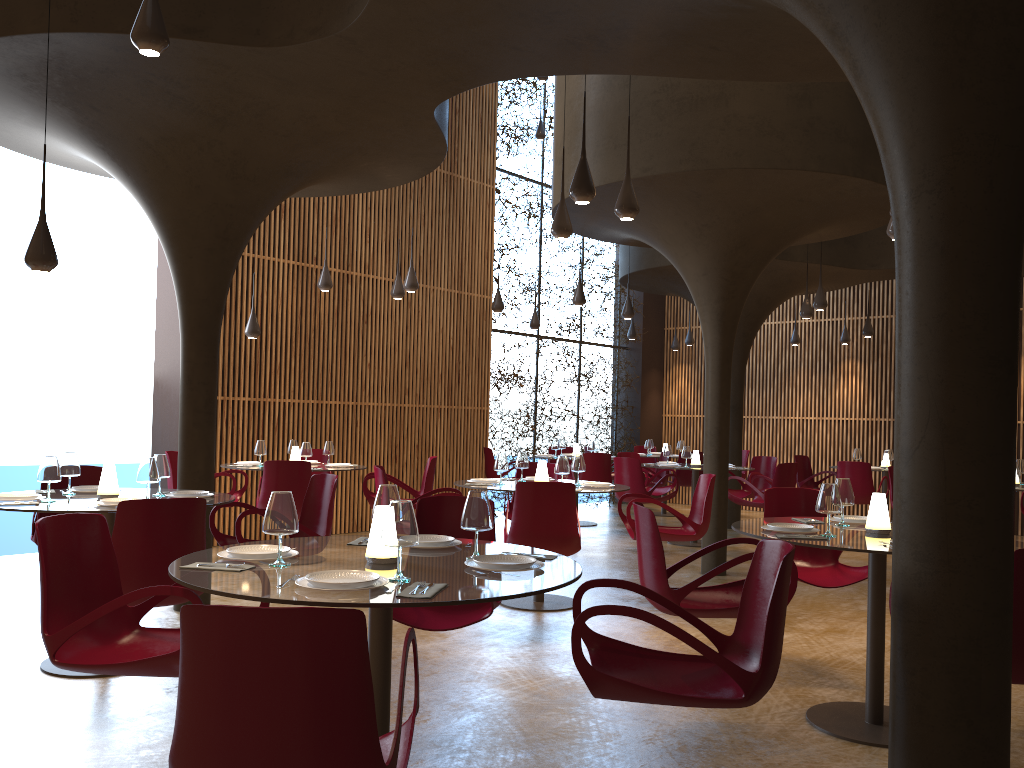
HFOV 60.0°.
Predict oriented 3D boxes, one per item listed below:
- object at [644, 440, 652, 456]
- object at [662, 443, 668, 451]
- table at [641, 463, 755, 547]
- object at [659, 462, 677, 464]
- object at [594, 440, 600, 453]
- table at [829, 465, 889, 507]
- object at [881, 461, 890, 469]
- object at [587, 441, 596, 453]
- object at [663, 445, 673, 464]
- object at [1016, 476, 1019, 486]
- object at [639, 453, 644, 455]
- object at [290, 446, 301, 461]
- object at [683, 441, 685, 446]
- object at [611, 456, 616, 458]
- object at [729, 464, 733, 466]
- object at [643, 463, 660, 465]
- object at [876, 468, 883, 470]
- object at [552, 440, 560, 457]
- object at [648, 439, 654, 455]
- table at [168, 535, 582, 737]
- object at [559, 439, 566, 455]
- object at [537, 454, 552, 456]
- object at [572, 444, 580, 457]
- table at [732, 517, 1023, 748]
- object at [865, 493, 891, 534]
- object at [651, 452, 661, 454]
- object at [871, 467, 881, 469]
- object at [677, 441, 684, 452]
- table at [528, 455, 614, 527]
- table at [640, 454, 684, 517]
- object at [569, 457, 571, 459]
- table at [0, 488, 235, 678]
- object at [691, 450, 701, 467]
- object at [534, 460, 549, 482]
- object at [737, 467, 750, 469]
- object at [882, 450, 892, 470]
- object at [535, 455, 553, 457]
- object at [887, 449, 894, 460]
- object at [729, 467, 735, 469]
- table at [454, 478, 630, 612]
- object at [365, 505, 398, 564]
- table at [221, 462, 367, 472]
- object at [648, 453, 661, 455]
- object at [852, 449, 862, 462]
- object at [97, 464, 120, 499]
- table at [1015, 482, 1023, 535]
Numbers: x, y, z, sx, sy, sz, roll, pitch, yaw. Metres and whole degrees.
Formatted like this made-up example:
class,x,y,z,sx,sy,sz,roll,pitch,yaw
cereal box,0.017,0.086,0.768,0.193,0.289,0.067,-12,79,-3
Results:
class,x,y,z,sx,sy,sz,roll,pitch,yaw
object,2.574,1.206,16.757,0.142,0.295,0.142,1,-1,40
object,2.936,1.255,16.965,0.144,0.232,0.142,1,-1,16
table,2.667,1.766,12.938,1.673,1.130,1.672,3,-2,-29
object,2.347,1.190,13.357,0.263,0.029,0.263,-1,-3,42
object,1.435,1.112,15.163,0.142,0.295,0.142,2,-1,-9
table,5.835,1.887,13.875,1.673,1.130,1.672,3,-2,-39
object,5.853,1.206,13.884,0.142,0.232,0.144,1,-1,26
object,1.316,1.091,14.704,0.142,0.295,0.142,2,-1,-33
object,2.308,1.053,13.129,0.142,0.295,0.142,2,-1,-10
object,5.790,1.058,10.254,0.142,0.232,0.144,1,-1,16
object,2.389,1.335,16.902,0.263,0.029,0.263,0,-3,29
object,-2.557,0.849,10.465,0.144,0.232,0.142,1,-1,26
object,3.274,1.238,17.078,0.142,0.295,0.142,2,-1,-31
object,1.623,1.239,15.028,0.263,0.029,0.263,0,-3,34
object,3.151,1.205,13.193,0.263,0.029,0.263,-1,-3,43
object,2.081,1.194,13.212,0.126,0.017,0.262,3,-3,-32
object,5.473,1.287,13.485,0.332,0.014,0.332,0,-3,31
object,0.734,1.081,14.842,0.142,0.295,0.142,1,-1,40
object,2.700,1.232,17.312,0.142,0.295,0.142,1,-1,42
table,-0.558,1.309,3.708,1.672,1.130,1.673,1,-2,10
object,0.860,1.107,15.397,0.142,0.295,0.142,2,-1,-37
object,0.549,1.209,14.987,0.263,0.029,0.263,1,-2,13
object,1.096,1.130,15.050,0.142,0.232,0.144,1,-1,6
table,2.140,1.440,5.212,1.672,1.130,1.673,1,-2,2
object,2.158,0.760,5.221,0.142,0.232,0.144,1,-1,1
object,2.848,1.370,17.487,0.263,0.029,0.263,2,-2,-5
object,5.473,1.277,13.485,0.263,0.029,0.263,4,-3,-43
object,3.156,1.216,16.619,0.142,0.295,0.142,1,-1,1
table,1.078,1.810,15.041,1.672,1.130,1.673,2,-2,-7
table,2.918,1.936,16.956,1.672,1.130,1.673,2,-2,-7
object,1.146,1.218,14.534,0.410,0.012,0.204,2,-2,-2
table,-2.794,1.347,6.093,1.673,1.130,1.672,2,-2,-27
object,2.685,1.086,12.947,0.142,0.232,0.144,2,-1,-4
object,0.286,0.842,8.452,0.142,0.232,0.144,1,-1,34
object,3.263,1.203,12.655,0.126,0.017,0.262,3,-3,-28
object,5.710,1.156,13.491,0.142,0.295,0.142,1,-1,34
object,0.549,1.219,14.987,0.332,0.014,0.332,1,-3,22
object,6.040,1.193,14.188,0.142,0.295,0.142,1,-1,41
object,2.988,1.183,12.529,0.332,0.014,0.332,2,-2,-18
table,0.268,1.522,8.443,1.672,1.130,1.673,1,-2,5
object,-0.541,0.629,3.718,0.142,0.232,0.144,2,-1,-31
table,-2.575,1.530,10.456,1.672,1.130,1.673,2,-2,-3
object,2.848,1.380,17.487,0.332,0.014,0.332,0,-3,34
object,5.450,1.170,13.998,0.142,0.295,0.142,1,-1,13
object,-2.776,0.667,6.102,0.142,0.232,0.144,1,-1,19
table,5.772,1.738,10.245,1.673,1.130,1.672,3,-2,-29
